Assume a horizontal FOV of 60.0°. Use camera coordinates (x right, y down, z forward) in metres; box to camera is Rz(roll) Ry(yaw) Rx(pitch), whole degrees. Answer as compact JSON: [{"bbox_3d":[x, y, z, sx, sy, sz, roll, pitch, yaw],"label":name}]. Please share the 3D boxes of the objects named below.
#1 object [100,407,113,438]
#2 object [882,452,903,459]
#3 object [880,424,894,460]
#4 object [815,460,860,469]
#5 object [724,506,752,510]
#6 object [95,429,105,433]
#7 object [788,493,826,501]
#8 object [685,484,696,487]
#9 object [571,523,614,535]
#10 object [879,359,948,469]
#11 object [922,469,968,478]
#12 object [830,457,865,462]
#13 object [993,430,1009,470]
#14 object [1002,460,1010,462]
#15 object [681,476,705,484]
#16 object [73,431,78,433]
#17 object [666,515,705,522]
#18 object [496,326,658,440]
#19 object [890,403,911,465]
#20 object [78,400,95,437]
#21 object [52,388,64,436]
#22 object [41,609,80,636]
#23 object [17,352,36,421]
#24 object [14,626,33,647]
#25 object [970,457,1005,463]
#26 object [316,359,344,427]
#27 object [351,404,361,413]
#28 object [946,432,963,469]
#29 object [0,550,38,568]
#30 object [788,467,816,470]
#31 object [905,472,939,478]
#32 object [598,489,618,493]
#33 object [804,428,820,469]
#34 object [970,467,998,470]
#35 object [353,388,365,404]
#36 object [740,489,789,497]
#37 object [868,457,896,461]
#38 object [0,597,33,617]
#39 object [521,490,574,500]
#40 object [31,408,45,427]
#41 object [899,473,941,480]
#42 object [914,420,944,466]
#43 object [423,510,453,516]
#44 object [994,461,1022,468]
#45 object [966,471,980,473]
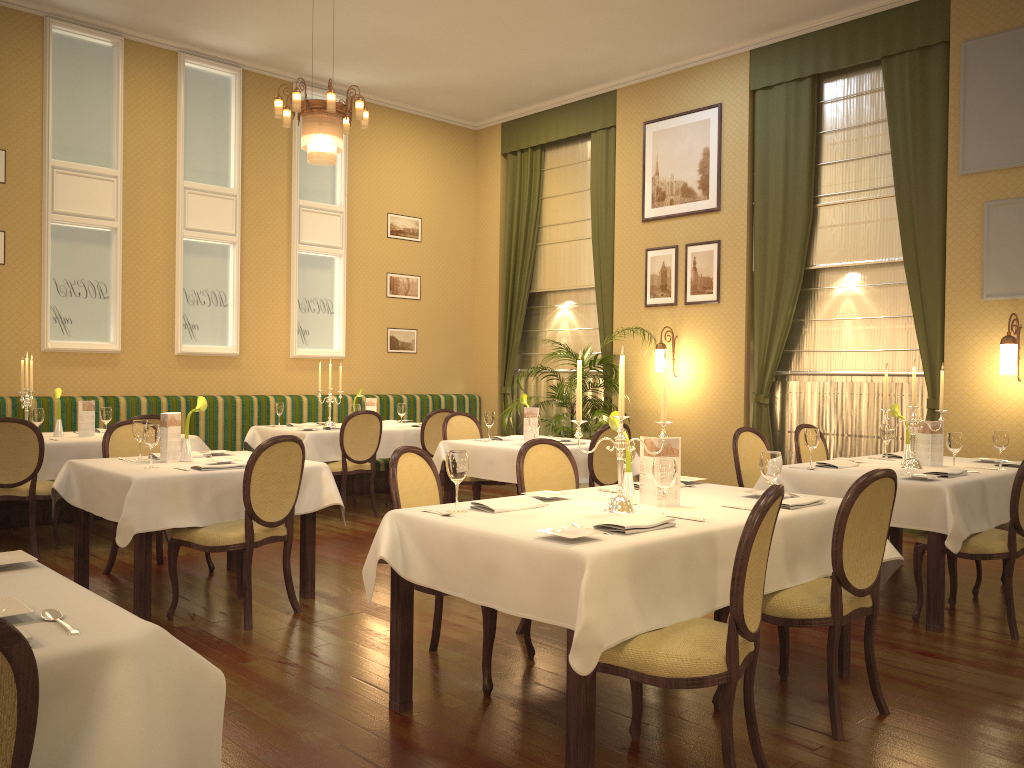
[{"bbox_3d":[-3.080,0.294,6.730,0.088,0.229,0.088,1,1,5],"label":"object"},{"bbox_3d":[2.620,0.480,5.965,0.273,0.033,0.142,0,1,-43],"label":"object"},{"bbox_3d":[2.464,0.379,5.832,0.088,0.229,0.088,1,1,5],"label":"object"},{"bbox_3d":[1.938,0.478,5.275,0.273,0.033,0.142,0,1,-43],"label":"object"},{"bbox_3d":[0.904,0.489,3.505,0.017,0.010,0.185,0,1,-43],"label":"object"},{"bbox_3d":[-3.298,0.385,7.357,0.273,0.033,0.142,0,1,-43],"label":"object"},{"bbox_3d":[1.271,0.489,3.831,0.038,0.015,0.181,0,1,-42],"label":"object"},{"bbox_3d":[0.801,0.479,4.239,0.038,0.015,0.181,0,1,-42],"label":"object"},{"bbox_3d":[0.265,0.484,2.959,0.038,0.015,0.181,0,1,-42],"label":"object"},{"bbox_3d":[2.370,0.174,5.236,0.390,0.655,0.131,1,1,13],"label":"object"},{"bbox_3d":[2.372,0.488,4.860,0.273,0.033,0.142,0,1,-43],"label":"object"},{"bbox_3d":[2.099,0.480,5.544,0.160,0.024,0.160,0,1,-43],"label":"object"},{"bbox_3d":[2.901,0.390,5.264,0.088,0.229,0.088,1,1,5],"label":"object"},{"bbox_3d":[3.222,0.498,5.660,0.038,0.015,0.181,0,1,-42],"label":"object"},{"bbox_3d":[0.845,0.474,4.343,0.160,0.024,0.160,0,1,-43],"label":"object"},{"bbox_3d":[-3.511,0.393,7.161,0.017,0.010,0.185,0,1,-42],"label":"object"},{"bbox_3d":[0.625,0.488,3.243,0.017,0.010,0.185,0,1,-43],"label":"object"},{"bbox_3d":[0.731,0.298,9.192,1.496,1.807,1.552,1,1,28],"label":"object"},{"bbox_3d":[2.408,0.309,5.468,0.076,0.375,0.163,1,1,-21],"label":"object"},{"bbox_3d":[-3.276,0.268,6.884,0.081,0.277,0.166,1,1,8],"label":"object"},{"bbox_3d":[-3.473,0.215,6.788,0.076,0.375,0.163,1,1,-21],"label":"object"},{"bbox_3d":[-0.911,0.479,1.786,0.038,0.015,0.181,0,1,-42],"label":"object"},{"bbox_3d":[-3.640,0.078,6.652,0.131,0.655,0.390,0,1,-29],"label":"object"},{"bbox_3d":[-1.033,0.477,1.598,0.273,0.024,0.142,0,1,-43],"label":"object"},{"bbox_3d":[3.048,0.491,5.681,0.160,0.024,0.160,0,1,-43],"label":"object"},{"bbox_3d":[-1.734,0.087,8.449,0.131,0.655,0.390,0,1,-37],"label":"object"},{"bbox_3d":[-1.452,0.301,8.243,0.088,0.229,0.088,1,1,5],"label":"object"},{"bbox_3d":[2.497,0.387,5.005,0.088,0.229,0.088,1,1,5],"label":"object"},{"bbox_3d":[-1.338,0.464,2.298,0.160,0.024,0.160,0,1,-43],"label":"object"},{"bbox_3d":[1.675,0.482,5.109,0.038,0.015,0.181,0,1,-42],"label":"object"},{"bbox_3d":[2.216,0.493,4.787,0.038,0.015,0.181,0,1,-42],"label":"object"},{"bbox_3d":[0.456,0.479,3.941,0.017,0.010,0.185,0,1,-42],"label":"object"},{"bbox_3d":[1.745,0.375,5.165,0.088,0.229,0.088,1,1,5],"label":"object"},{"bbox_3d":[2.785,0.498,5.267,0.017,0.010,0.185,0,1,-43],"label":"object"},{"bbox_3d":[-1.523,0.223,8.706,0.076,0.375,0.163,1,1,34],"label":"object"},{"bbox_3d":[1.097,0.483,3.853,0.160,0.024,0.160,0,1,-43],"label":"object"},{"bbox_3d":[2.407,0.488,5.770,0.017,0.010,0.185,0,1,-42],"label":"object"},{"bbox_3d":[-1.085,0.473,1.807,0.160,0.024,0.160,0,1,-43],"label":"object"},{"bbox_3d":[0.148,0.471,3.715,0.160,0.024,0.160,0,1,-43],"label":"object"},{"bbox_3d":[-3.421,0.292,6.397,0.088,0.229,0.088,1,1,5],"label":"object"},{"bbox_3d":[2.135,0.489,4.645,0.160,0.024,0.160,0,1,-43],"label":"object"},{"bbox_3d":[2.541,0.362,5.397,0.166,0.277,0.081,1,1,18],"label":"object"},{"bbox_3d":[-0.276,0.473,3.281,0.038,0.015,0.181,0,1,-42],"label":"object"},{"bbox_3d":[3.100,0.495,5.472,0.273,0.024,0.142,0,1,-43],"label":"object"},{"bbox_3d":[2.576,0.497,5.071,0.017,0.010,0.185,0,1,-43],"label":"object"}]
